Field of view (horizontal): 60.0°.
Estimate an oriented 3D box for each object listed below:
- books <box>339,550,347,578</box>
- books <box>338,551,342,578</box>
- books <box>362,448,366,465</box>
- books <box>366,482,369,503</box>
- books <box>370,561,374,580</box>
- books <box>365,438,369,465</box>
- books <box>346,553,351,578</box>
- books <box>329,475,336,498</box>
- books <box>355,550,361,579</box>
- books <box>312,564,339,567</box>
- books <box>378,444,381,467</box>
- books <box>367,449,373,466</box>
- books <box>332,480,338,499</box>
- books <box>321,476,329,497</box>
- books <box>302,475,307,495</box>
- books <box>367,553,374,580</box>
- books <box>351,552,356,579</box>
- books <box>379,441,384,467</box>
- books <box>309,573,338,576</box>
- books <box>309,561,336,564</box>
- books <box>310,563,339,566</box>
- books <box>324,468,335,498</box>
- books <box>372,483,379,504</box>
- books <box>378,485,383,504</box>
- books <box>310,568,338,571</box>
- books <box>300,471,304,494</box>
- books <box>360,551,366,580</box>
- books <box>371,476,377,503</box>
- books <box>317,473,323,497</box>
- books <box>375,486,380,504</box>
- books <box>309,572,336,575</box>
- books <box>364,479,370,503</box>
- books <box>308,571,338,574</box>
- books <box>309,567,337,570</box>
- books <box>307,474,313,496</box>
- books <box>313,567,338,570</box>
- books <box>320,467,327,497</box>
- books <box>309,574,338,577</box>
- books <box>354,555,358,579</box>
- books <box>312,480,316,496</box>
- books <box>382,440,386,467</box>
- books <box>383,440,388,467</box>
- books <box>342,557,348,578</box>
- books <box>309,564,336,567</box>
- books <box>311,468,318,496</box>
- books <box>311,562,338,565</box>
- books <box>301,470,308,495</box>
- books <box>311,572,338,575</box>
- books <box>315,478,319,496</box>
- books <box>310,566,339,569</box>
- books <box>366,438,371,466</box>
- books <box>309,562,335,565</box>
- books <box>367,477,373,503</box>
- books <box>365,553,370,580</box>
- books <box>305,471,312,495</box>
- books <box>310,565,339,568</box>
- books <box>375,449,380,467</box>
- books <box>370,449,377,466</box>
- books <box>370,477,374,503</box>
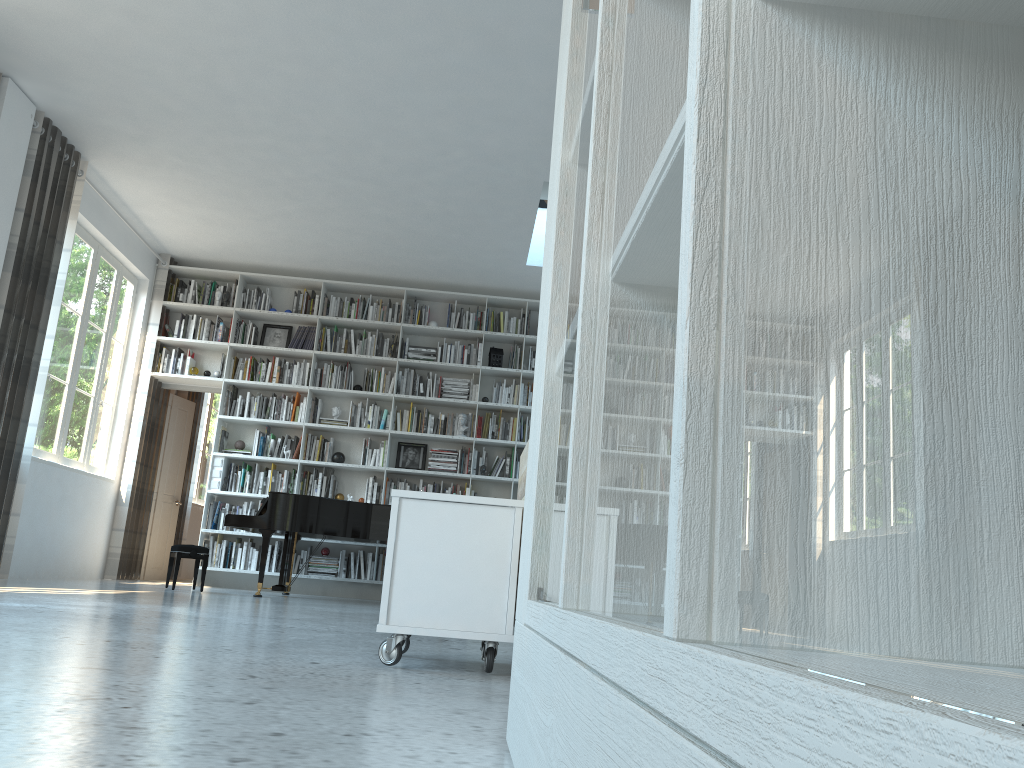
[{"bbox_3d":[-1.650,1.761,8.674,0.031,0.265,0.144,5,-12,-2],"label":"books"},{"bbox_3d":[-1.671,1.761,8.657,0.012,0.253,0.161,5,-12,-2],"label":"books"},{"bbox_3d":[-1.475,0.747,8.886,0.025,0.185,0.154,5,-12,-2],"label":"books"},{"bbox_3d":[-1.431,1.094,8.833,0.015,0.225,0.148,5,-12,-2],"label":"books"},{"bbox_3d":[-1.362,1.827,8.667,0.024,0.179,0.172,5,-12,-2],"label":"books"},{"bbox_3d":[-1.454,0.700,8.909,0.011,0.291,0.156,5,-12,-2],"label":"books"},{"bbox_3d":[-1.592,1.780,8.673,0.028,0.237,0.136,5,-12,-2],"label":"books"},{"bbox_3d":[-1.782,1.039,8.801,0.027,0.260,0.163,5,-12,-2],"label":"books"},{"bbox_3d":[-1.498,1.766,8.660,0.012,0.274,0.180,5,-12,-2],"label":"books"},{"bbox_3d":[-1.828,1.771,8.664,0.285,0.007,0.160,5,-13,-2],"label":"books"},{"bbox_3d":[-1.321,0.731,8.892,0.012,0.244,0.171,5,-12,-2],"label":"books"},{"bbox_3d":[-1.426,0.756,8.902,0.030,0.182,0.154,5,-12,-2],"label":"books"},{"bbox_3d":[-1.760,1.069,8.811,0.023,0.211,0.160,5,-12,-2],"label":"books"},{"bbox_3d":[-1.861,1.046,8.813,0.029,0.240,0.136,5,-12,-2],"label":"books"},{"bbox_3d":[-2.042,1.027,8.792,0.030,0.238,0.157,5,-12,-2],"label":"books"},{"bbox_3d":[-1.382,1.782,8.658,0.024,0.259,0.190,5,-12,-2],"label":"books"},{"bbox_3d":[-1.547,1.774,8.665,0.062,0.252,0.178,5,-12,-2],"label":"books"},{"bbox_3d":[-1.301,0.722,8.902,0.027,0.269,0.178,5,-12,-2],"label":"books"},{"bbox_3d":[-1.836,1.856,8.637,0.254,0.007,0.161,4,-13,2],"label":"books"},{"bbox_3d":[-1.829,1.748,8.666,0.285,0.005,0.160,5,-13,-1],"label":"books"},{"bbox_3d":[-1.830,1.765,8.665,0.254,0.005,0.161,5,-13,-2],"label":"books"},{"bbox_3d":[-1.818,1.004,8.808,0.050,0.327,0.167,5,-12,-2],"label":"books"},{"bbox_3d":[-1.358,1.099,8.819,0.029,0.220,0.153,5,-12,-2],"label":"books"},{"bbox_3d":[-1.302,1.115,8.826,0.024,0.200,0.159,5,-12,-2],"label":"books"},{"bbox_3d":[-1.830,1.809,8.647,0.254,0.007,0.161,6,-13,-6],"label":"books"},{"bbox_3d":[-2.076,1.009,8.807,0.013,0.275,0.147,5,-12,-2],"label":"books"},{"bbox_3d":[-1.456,1.772,8.674,0.073,0.275,0.181,5,-12,-2],"label":"books"},{"bbox_3d":[-1.377,1.065,8.834,0.014,0.290,0.132,5,-12,-2],"label":"books"},{"bbox_3d":[-1.899,1.025,8.798,0.027,0.268,0.185,5,-12,-2],"label":"books"},{"bbox_3d":[-1.330,1.119,8.837,0.031,0.194,0.142,5,-12,-2],"label":"books"},{"bbox_3d":[-1.836,1.851,8.646,0.254,0.007,0.161,5,-13,-2],"label":"books"},{"bbox_3d":[-1.443,1.077,8.828,0.012,0.253,0.161,5,-12,-2],"label":"books"},{"bbox_3d":[-1.834,1.836,8.640,0.285,0.007,0.160,6,-13,-6],"label":"books"},{"bbox_3d":[-1.830,1.802,8.648,0.285,0.007,0.160,6,-13,-6],"label":"books"},{"bbox_3d":[-1.994,1.027,8.795,0.042,0.247,0.163,5,-12,-2],"label":"books"},{"bbox_3d":[-1.830,1.797,8.656,0.254,0.007,0.161,5,-13,-1],"label":"books"},{"bbox_3d":[-1.878,0.998,8.830,0.013,0.338,0.138,5,-12,-2],"label":"books"},{"bbox_3d":[-1.837,1.865,8.644,0.285,0.007,0.160,5,-13,-2],"label":"books"},{"bbox_3d":[-1.512,1.787,8.662,0.011,0.231,0.174,5,-12,-2],"label":"books"},{"bbox_3d":[-1.950,1.058,8.795,0.024,0.195,0.157,5,-12,-2],"label":"books"},{"bbox_3d":[-1.281,0.717,8.894,0.011,0.278,0.188,5,-12,-2],"label":"books"},{"bbox_3d":[-1.265,0.718,8.898,0.021,0.281,0.162,5,-12,-2],"label":"books"},{"bbox_3d":[-1.621,1.792,8.657,0.029,0.201,0.178,5,-12,-2],"label":"books"},{"bbox_3d":[-1.828,1.777,8.660,0.285,0.007,0.160,5,-13,-1],"label":"books"},{"bbox_3d":[-1.964,0.998,8.802,0.014,0.312,0.166,5,-12,-2],"label":"books"},{"bbox_3d":[-1.829,1.754,8.665,0.254,0.005,0.161,5,-13,-3],"label":"books"},{"bbox_3d":[-2.062,1.005,8.799,0.013,0.282,0.147,5,-12,-2],"label":"books"},{"bbox_3d":[-1.835,1.844,8.646,0.254,0.007,0.161,5,-13,-1],"label":"books"},{"bbox_3d":[-1.926,1.050,8.794,0.021,0.215,0.172,5,-12,-2],"label":"books"},{"bbox_3d":[-1.829,1.789,8.648,0.285,0.007,0.160,6,-13,-7],"label":"books"},{"bbox_3d":[-1.442,0.697,8.907,0.012,0.297,0.166,5,-12,-2],"label":"books"},{"bbox_3d":[-1.829,1.758,8.662,0.285,0.005,0.160,6,-13,-4],"label":"books"},{"bbox_3d":[-1.407,1.071,8.821,0.027,0.268,0.159,5,-12,-2],"label":"books"},{"bbox_3d":[-1.408,1.787,8.688,0.025,0.258,0.133,5,-12,-2],"label":"books"},{"bbox_3d":[-2.019,1.011,8.789,0.012,0.272,0.181,5,-12,-2],"label":"books"},{"bbox_3d":[-1.829,1.784,8.659,0.254,0.007,0.161,5,-13,-1],"label":"books"},{"bbox_3d":[-1.342,0.759,8.896,0.024,0.187,0.173,5,-12,-2],"label":"books"},{"bbox_3d":[-1.382,0.754,8.890,0.057,0.188,0.156,5,-12,-2],"label":"books"},{"bbox_3d":[-1.389,1.071,8.836,0.010,0.276,0.156,5,-12,-2],"label":"books"}]
